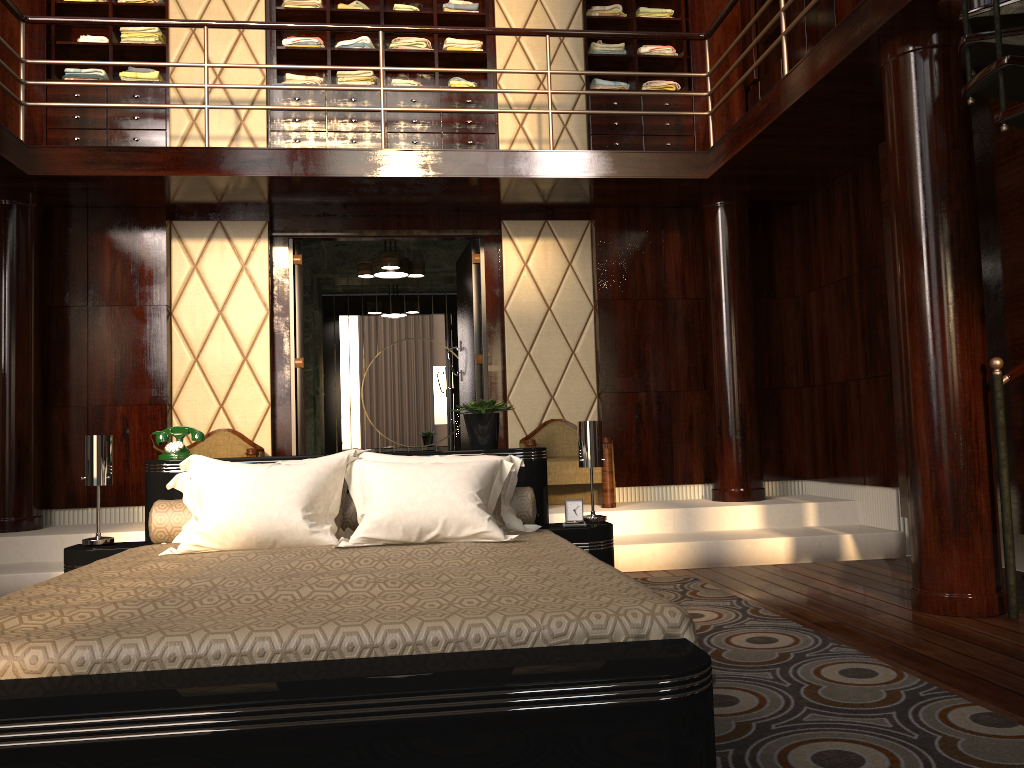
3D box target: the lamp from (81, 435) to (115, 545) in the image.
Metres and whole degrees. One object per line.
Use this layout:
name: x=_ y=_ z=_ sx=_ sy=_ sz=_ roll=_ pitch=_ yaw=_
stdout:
lamp: x=-1.487 y=0.378 z=3.190 sx=0.106 sy=0.385 sz=0.109 roll=-2 pitch=-4 yaw=0

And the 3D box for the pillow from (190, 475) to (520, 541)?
pillow: x=-0.529 y=0.403 z=2.945 sx=1.123 sy=0.271 sz=0.293 roll=-1 pitch=-4 yaw=-7

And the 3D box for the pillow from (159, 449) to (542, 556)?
pillow: x=-0.558 y=0.380 z=2.969 sx=1.322 sy=0.320 sz=0.685 roll=-1 pitch=-4 yaw=-6

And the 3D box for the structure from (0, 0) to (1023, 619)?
structure: x=-0.581 y=-0.633 z=3.977 sx=6.107 sy=3.189 sz=3.750 roll=-1 pitch=-4 yaw=-7

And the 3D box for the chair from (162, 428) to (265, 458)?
chair: x=-1.735 y=0.533 z=5.220 sx=0.571 sy=0.550 sz=0.462 roll=-1 pitch=-4 yaw=-7

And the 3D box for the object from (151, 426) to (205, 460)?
object: x=-1.306 y=0.230 z=3.472 sx=0.158 sy=0.131 sz=0.178 roll=2 pitch=-5 yaw=-45

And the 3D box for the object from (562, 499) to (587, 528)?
object: x=0.231 y=0.481 z=3.305 sx=0.088 sy=0.103 sz=0.034 roll=-2 pitch=-4 yaw=1

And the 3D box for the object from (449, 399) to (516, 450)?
object: x=-0.115 y=0.165 z=3.621 sx=0.256 sy=0.205 sz=0.241 roll=0 pitch=-4 yaw=-25

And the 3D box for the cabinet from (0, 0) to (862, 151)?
cabinet: x=-0.797 y=-2.460 z=5.354 sx=6.767 sy=2.432 sz=2.576 roll=-1 pitch=-4 yaw=-7

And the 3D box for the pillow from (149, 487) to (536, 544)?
pillow: x=-0.604 y=0.481 z=3.274 sx=1.396 sy=0.167 sz=0.173 roll=-1 pitch=-4 yaw=-7

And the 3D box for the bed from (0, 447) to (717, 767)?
bed: x=-0.499 y=0.534 z=2.452 sx=1.985 sy=0.660 sz=2.381 roll=-1 pitch=-4 yaw=-7

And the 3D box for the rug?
rug: x=-0.340 y=0.851 z=2.331 sx=2.910 sy=0.006 sz=3.735 roll=-1 pitch=-4 yaw=-7

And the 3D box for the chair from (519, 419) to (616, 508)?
chair: x=0.321 y=0.483 z=5.476 sx=0.571 sy=0.550 sz=0.462 roll=-1 pitch=-4 yaw=-7

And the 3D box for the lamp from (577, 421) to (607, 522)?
lamp: x=0.309 y=0.337 z=3.449 sx=0.106 sy=0.385 sz=0.109 roll=-2 pitch=-4 yaw=0

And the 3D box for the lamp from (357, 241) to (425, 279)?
lamp: x=-0.953 y=-0.979 z=6.628 sx=0.467 sy=0.347 sz=0.515 roll=-3 pitch=-4 yaw=23

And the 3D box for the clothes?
clothes: x=-1.316 y=-2.436 z=6.017 sx=4.996 sy=0.954 sz=0.818 roll=-1 pitch=-4 yaw=-14

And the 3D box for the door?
door: x=-0.913 y=-0.048 z=6.213 sx=1.435 sy=1.820 sz=0.828 roll=-1 pitch=-4 yaw=-8
